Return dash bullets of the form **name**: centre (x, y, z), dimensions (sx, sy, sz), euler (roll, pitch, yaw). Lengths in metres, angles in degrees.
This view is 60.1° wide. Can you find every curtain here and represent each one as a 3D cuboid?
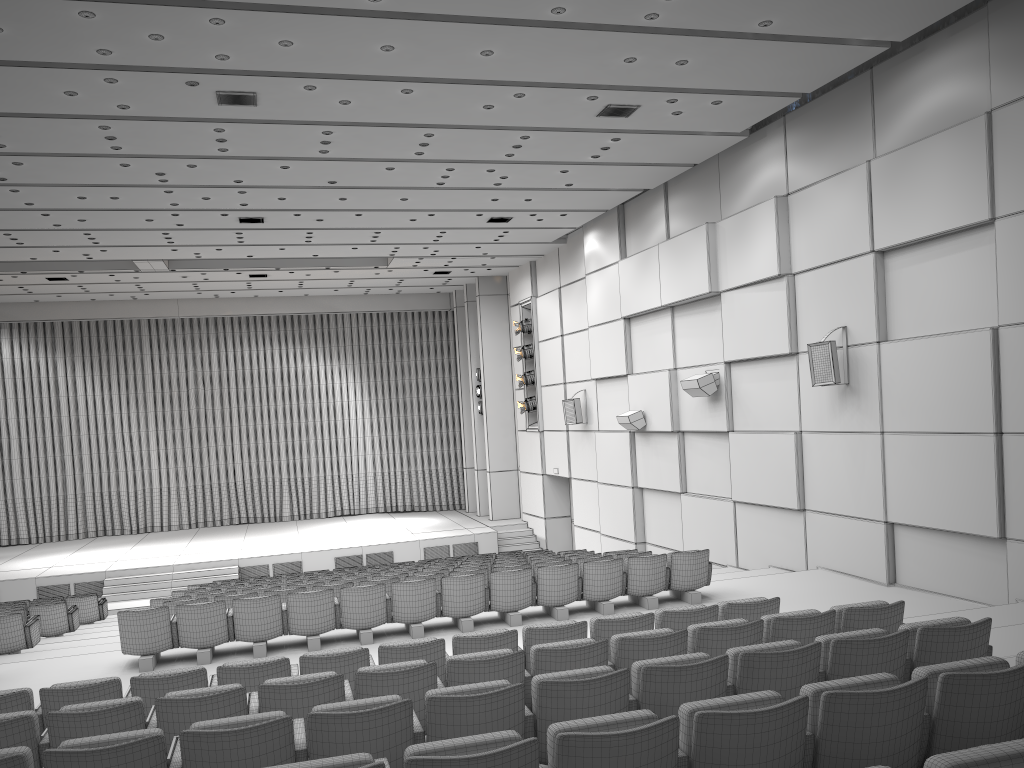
- **curtain**: centre (-9.338, 1.025, 25.799), dimensions (16.113, 6.533, 1.428), euler (-3, 2, -15)

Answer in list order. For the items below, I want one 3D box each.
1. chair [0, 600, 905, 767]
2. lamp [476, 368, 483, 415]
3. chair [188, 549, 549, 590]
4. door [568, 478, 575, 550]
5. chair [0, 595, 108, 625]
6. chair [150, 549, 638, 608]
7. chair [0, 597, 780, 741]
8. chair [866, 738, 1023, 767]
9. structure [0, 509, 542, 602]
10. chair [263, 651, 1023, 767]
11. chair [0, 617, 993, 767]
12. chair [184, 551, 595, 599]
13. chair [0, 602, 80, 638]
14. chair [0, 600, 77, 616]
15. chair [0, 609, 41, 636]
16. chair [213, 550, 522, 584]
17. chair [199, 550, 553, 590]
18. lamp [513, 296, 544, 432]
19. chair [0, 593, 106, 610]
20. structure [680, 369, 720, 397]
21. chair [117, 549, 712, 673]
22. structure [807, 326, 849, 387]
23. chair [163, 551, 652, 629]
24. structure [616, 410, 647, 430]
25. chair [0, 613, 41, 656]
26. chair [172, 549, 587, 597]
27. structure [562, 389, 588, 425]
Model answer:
- **chair**: centre (-3.883, 2.153, 4.633), dimensions (13.735, 0.623, 0.612), euler (-3, 0, -15)
- **lamp**: centre (-0.786, 0.205, 24.522), dimensions (0.436, 1.481, 0.385), euler (-4, 2, -19)
- **chair**: centre (-2.464, 3.636, 16.333), dimensions (6.593, 0.623, 0.612), euler (-3, 0, -15)
- **door**: centre (1.672, 3.269, 21.276), dimensions (0.085, 2.182, 1.698), euler (-4, 1, -15)
- **chair**: centre (-10.156, 4.023, 14.295), dimensions (6.593, 0.623, 0.612), euler (-3, 0, -15)
- **chair**: centre (-1.365, 2.838, 12.058), dimensions (6.593, 0.623, 0.612), euler (-3, 0, -15)
- **chair**: centre (-4.183, 2.354, 5.695), dimensions (13.186, 0.623, 0.612), euler (-3, 0, -15)
- **chair**: centre (-3.085, 1.555, 1.420), dimensions (13.186, 0.623, 0.612), euler (-3, 0, -15)
- **structure**: centre (-8.269, 4.566, 22.924), dimensions (17.800, 0.847, 8.319), euler (-3, -2, -15)
- **chair**: centre (-3.334, 1.754, 2.496), dimensions (13.735, 0.623, 0.612), euler (-3, 0, -15)
- **chair**: centre (-3.634, 1.954, 3.557), dimensions (13.186, 0.623, 0.612), euler (-3, 0, -15)
- **chair**: centre (-1.623, 3.036, 13.131), dimensions (6.043, 0.623, 0.612), euler (-3, 0, -15)
- **chair**: centre (-9.607, 3.624, 12.158), dimensions (6.593, 0.623, 0.612), euler (-3, 0, -15)
- **chair**: centre (-9.865, 3.823, 13.231), dimensions (6.043, 0.623, 0.612), euler (-3, 0, -15)
- **chair**: centre (-9.316, 3.424, 11.093), dimensions (6.043, 0.623, 0.612), euler (-3, 0, -15)
- **chair**: centre (-2.689, 3.834, 17.421), dimensions (6.043, 0.623, 0.612), euler (-3, 0, -15)
- **chair**: centre (-2.172, 3.436, 15.269), dimensions (6.043, 0.623, 0.612), euler (-3, 0, -15)
- **lamp**: centre (0.463, -0.462, 22.193), dimensions (0.754, 3.347, 1.021), euler (-4, 2, -19)
- **chair**: centre (-10.382, 4.221, 15.383), dimensions (6.043, 0.623, 0.612), euler (-3, 0, -15)
- **structure**: centre (3.019, -0.007, 14.094), dimensions (0.470, 0.418, 0.520), euler (-3, 0, -19)
- **chair**: centre (-0.816, 2.438, 9.921), dimensions (6.593, 0.623, 0.612), euler (-3, 0, -15)
- **structure**: centre (3.987, -0.346, 11.155), dimensions (0.409, 0.746, 0.409), euler (-2, 2, 32)
- **chair**: centre (-1.074, 2.637, 10.994), dimensions (6.043, 0.623, 0.612), euler (-3, 0, -15)
- **structure**: centre (2.272, 0.650, 16.527), dimensions (0.470, 0.418, 0.520), euler (-3, 0, -18)
- **chair**: centre (-9.058, 3.225, 10.020), dimensions (6.593, 0.623, 0.612), euler (-3, 0, -15)
- **chair**: centre (-1.914, 3.237, 14.196), dimensions (6.593, 0.623, 0.612), euler (-3, 0, -15)
- **structure**: centre (1.369, 0.504, 19.142), dimensions (0.409, 0.746, 0.409), euler (-2, 2, 32)
